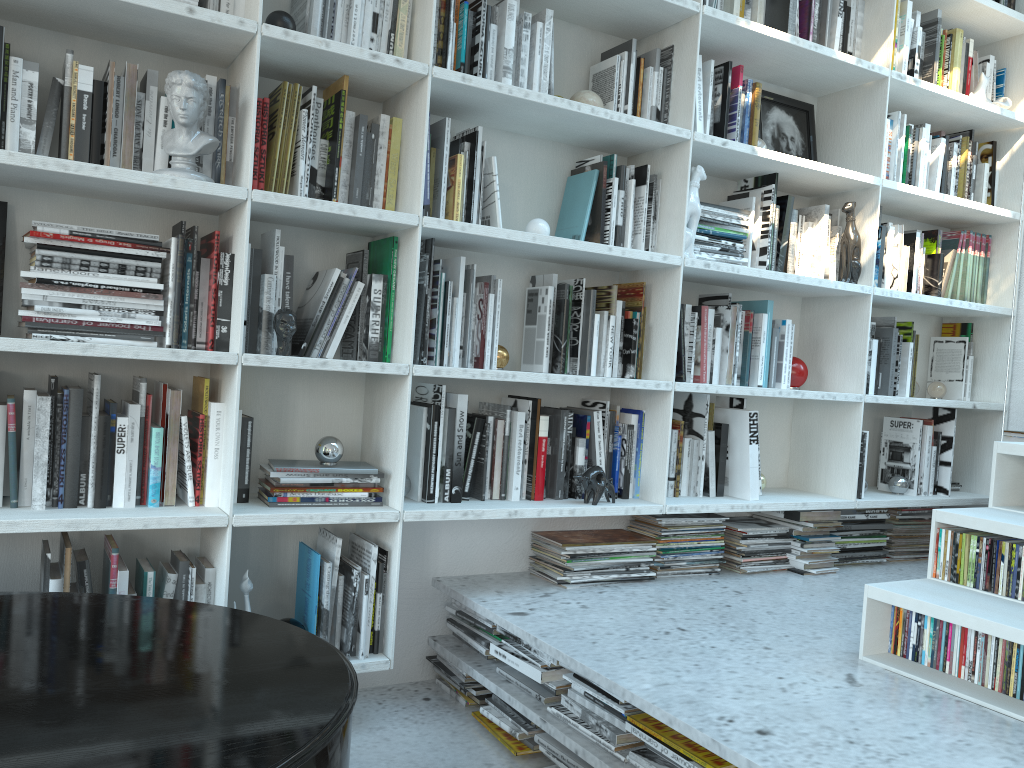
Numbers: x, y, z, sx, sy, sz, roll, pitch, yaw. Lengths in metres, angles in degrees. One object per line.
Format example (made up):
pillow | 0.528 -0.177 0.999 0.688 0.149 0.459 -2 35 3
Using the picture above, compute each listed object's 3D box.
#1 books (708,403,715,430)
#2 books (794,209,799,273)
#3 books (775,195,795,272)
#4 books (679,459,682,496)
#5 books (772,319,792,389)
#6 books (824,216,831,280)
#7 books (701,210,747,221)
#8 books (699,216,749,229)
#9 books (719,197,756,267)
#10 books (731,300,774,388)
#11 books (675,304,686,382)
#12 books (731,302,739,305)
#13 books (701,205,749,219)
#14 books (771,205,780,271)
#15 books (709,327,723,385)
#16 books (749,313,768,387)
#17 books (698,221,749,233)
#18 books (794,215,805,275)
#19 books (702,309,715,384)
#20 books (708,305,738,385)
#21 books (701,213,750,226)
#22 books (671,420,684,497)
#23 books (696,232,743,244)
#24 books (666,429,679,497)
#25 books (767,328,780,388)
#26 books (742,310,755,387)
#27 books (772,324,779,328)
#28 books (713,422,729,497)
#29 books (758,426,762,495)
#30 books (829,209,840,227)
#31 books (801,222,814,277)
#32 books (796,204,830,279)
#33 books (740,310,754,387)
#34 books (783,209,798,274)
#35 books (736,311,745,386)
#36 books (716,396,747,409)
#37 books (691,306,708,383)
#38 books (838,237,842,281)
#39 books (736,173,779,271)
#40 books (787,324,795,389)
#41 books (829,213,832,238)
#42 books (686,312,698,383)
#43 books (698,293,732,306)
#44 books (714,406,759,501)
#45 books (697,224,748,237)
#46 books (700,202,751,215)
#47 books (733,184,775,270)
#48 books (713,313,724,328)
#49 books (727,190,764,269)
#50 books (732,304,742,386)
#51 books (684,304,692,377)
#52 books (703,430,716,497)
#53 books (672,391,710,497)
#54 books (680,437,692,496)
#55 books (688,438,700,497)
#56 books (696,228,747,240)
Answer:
books | 0.622 0.212 2.977 0.010 0.304 0.131 3 2 -30
books | 0.937 -0.478 3.108 0.031 0.250 0.133 3 2 -30
books | 0.875 -0.497 3.043 0.059 0.282 0.167 3 2 -30
books | 0.505 0.252 2.899 0.025 0.210 0.137 3 2 -30
books | 0.885 -0.105 3.080 0.025 0.235 0.181 3 2 -30
books | 1.047 -0.465 3.137 0.041 0.239 0.176 3 2 -30
books | 0.615 -0.547 2.904 0.254 0.012 0.160 3 1 -28
books | 0.617 -0.522 2.898 0.285 0.012 0.159 3 1 -35
books | 0.747 -0.490 2.977 0.012 0.254 0.160 3 2 -30
books | 0.803 -0.137 3.020 0.026 0.290 0.181 3 2 -30
books | 0.491 -0.132 2.847 0.047 0.244 0.177 3 2 -30
books | 0.693 -0.134 2.971 0.011 0.272 0.152 3 2 -30
books | 0.616 -0.559 2.904 0.285 0.012 0.159 3 1 -32
books | 0.825 -0.477 3.011 0.030 0.236 0.179 3 2 -30
books | 0.613 -0.094 2.915 0.027 0.182 0.186 3 2 -30
books | 0.782 -0.115 3.005 0.023 0.244 0.189 3 2 -30
books | 0.613 -0.511 2.905 0.285 0.012 0.159 3 1 -28
books | 0.963 -0.469 3.122 0.028 0.235 0.129 3 2 -30
books | 0.586 -0.124 2.912 0.026 0.239 0.177 3 2 -30
books | 0.657 -0.128 2.923 0.028 0.255 0.191 3 2 -30
books | 0.615 -0.535 2.904 0.285 0.012 0.159 3 1 -28
books | 0.495 0.235 2.879 0.015 0.243 0.156 3 2 -30
books | 0.606 -0.475 2.909 0.254 0.012 0.160 3 1 -30
books | 0.472 0.248 2.879 0.023 0.214 0.163 3 2 -30
books | 0.831 -0.091 3.043 0.030 0.201 0.189 3 2 -30
books | 0.755 -0.122 3.018 0.012 0.254 0.160 3 2 -30
books | 0.853 -0.099 3.073 0.037 0.219 0.139 3 2 -30
books | 0.647 0.246 2.972 0.031 0.239 0.171 3 2 -30
books | 0.798 0.237 3.060 0.062 0.274 0.148 3 2 -30
books | 1.128 -0.484 3.216 0.029 0.284 0.138 3 2 -30
books | 0.989 -0.456 3.129 0.025 0.213 0.155 3 2 -30
books | 1.023 -0.483 3.119 0.021 0.271 0.191 3 2 -30
books | 0.734 -0.120 2.977 0.014 0.249 0.177 3 2 -30
books | 0.918 -0.475 3.076 0.031 0.242 0.147 3 2 -30
books | 0.707 -0.121 2.984 0.026 0.246 0.165 3 2 -30
books | 0.740 0.207 3.039 0.012 0.326 0.136 3 2 -30
books | 0.563 -0.129 2.881 0.045 0.246 0.185 3 2 -30
books | 1.114 -0.431 3.179 0.027 0.179 0.166 3 2 -30
books | 0.815 -0.529 2.993 0.010 0.339 0.180 3 2 -30
books | 0.906 -0.098 3.094 0.027 0.223 0.170 3 2 -30
books | 1.069 -0.472 3.165 0.024 0.255 0.145 3 2 -30
books | 0.537 -0.119 2.873 0.011 0.223 0.162 3 2 -30
books | 0.665 -0.150 2.951 0.013 0.299 0.147 3 2 -30
books | 0.715 0.225 2.961 0.075 0.291 0.255 3 2 -30
books | 0.613 -0.499 2.903 0.285 0.012 0.159 3 1 -33
books | 0.617 -0.571 2.903 0.285 0.012 0.159 3 1 -28
books | 0.804 -0.510 2.989 0.011 0.300 0.184 3 2 -30
books | 0.627 -0.117 2.933 0.012 0.229 0.179 3 2 -30
books | 0.781 -0.504 3.007 0.012 0.285 0.159 3 2 -30
books | 0.683 -0.130 2.943 0.012 0.262 0.186 3 2 -30
books | 0.517 -0.132 2.875 0.024 0.247 0.143 3 2 -30
books | 0.603 0.254 2.944 0.052 0.217 0.184 3 2 -30
books | 0.578 0.195 2.926 0.014 0.333 0.168 3 2 -30
books | 0.528 0.265 2.914 0.030 0.188 0.140 3 2 -30
books | 0.555 0.268 2.921 0.024 0.185 0.149 3 2 -30
books | 0.615 -0.486 2.900 0.254 0.012 0.160 3 1 -25
